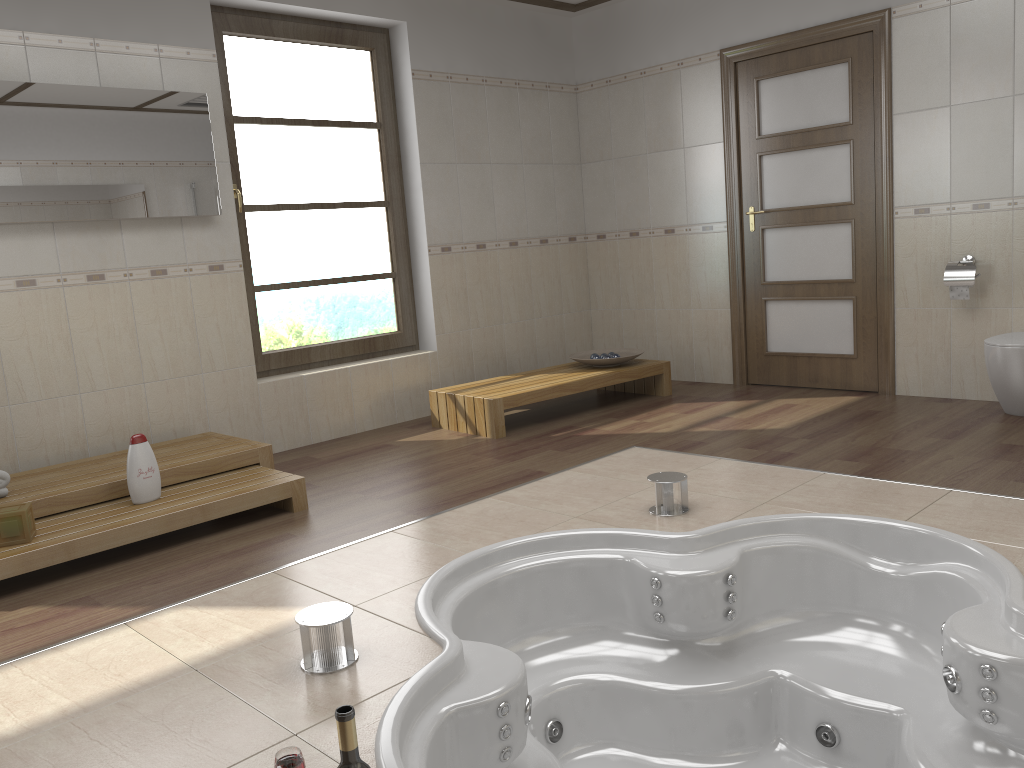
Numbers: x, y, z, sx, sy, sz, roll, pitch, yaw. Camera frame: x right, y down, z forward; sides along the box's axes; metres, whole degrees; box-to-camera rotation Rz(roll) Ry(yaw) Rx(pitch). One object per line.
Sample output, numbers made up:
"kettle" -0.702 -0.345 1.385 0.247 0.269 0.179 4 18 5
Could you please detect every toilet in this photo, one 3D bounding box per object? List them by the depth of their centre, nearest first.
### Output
"toilet" 2.552 -0.039 4.385 0.519 0.388 0.337 -13 12 -43

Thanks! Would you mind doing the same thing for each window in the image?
"window" -1.125 -1.106 5.205 1.188 1.934 0.117 -13 12 -43

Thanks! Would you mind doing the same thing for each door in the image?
"door" 1.780 -0.978 5.376 0.861 2.026 0.102 4 12 43

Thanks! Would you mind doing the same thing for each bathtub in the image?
"bathtub" 0.605 0.956 2.347 1.751 0.674 1.754 -4 9 1

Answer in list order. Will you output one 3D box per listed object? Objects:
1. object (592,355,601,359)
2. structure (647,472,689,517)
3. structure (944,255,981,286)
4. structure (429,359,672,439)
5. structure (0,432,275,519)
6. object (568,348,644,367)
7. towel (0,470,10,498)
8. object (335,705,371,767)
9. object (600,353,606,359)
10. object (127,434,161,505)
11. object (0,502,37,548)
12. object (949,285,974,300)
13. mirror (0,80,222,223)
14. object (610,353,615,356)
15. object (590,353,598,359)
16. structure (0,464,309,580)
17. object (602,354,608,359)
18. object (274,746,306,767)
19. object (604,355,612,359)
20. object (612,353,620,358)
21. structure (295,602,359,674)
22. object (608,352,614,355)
"object" 0.545 -0.159 5.701 0.060 0.060 0.060 -13 12 -44
"structure" 0.587 0.413 3.335 0.150 0.131 0.150 -3 9 12
"structure" 2.392 -0.599 4.683 0.154 0.151 0.170 -13 12 -43
"structure" 0.268 0.054 5.486 1.450 0.220 0.620 -12 11 -38
"structure" -1.825 0.487 3.811 1.450 0.220 0.620 -13 12 -43
"object" 0.609 -0.159 5.716 0.487 0.076 0.487 -4 9 3
"towel" -2.202 0.403 3.447 0.399 0.119 0.280 0 10 26
"object" -0.259 0.678 1.460 0.070 0.307 0.070 -3 9 13
"object" 0.600 -0.170 5.757 0.060 0.060 0.060 -13 12 -44
"object" -1.469 0.334 3.524 0.063 0.276 0.134 3 11 38
"object" -1.766 0.498 3.135 0.120 0.120 0.120 -8 9 -18
"object" 2.376 -0.524 4.683 0.090 0.151 0.098 -13 12 -43
"mirror" -2.289 -0.978 3.733 2.200 0.600 0.005 -13 12 -43
"object" 0.655 -0.170 5.727 0.060 0.060 0.060 -13 12 -44
"object" 0.537 -0.170 5.763 0.060 0.060 0.060 -13 12 -44
"structure" -1.540 0.549 3.534 1.280 0.140 0.620 -13 12 -43
"object" 0.606 -0.160 5.691 0.060 0.060 0.060 -13 12 -44
"object" -0.399 0.743 1.614 0.055 0.153 0.055 3 11 39
"object" 0.612 -0.153 5.631 0.060 0.060 0.060 -13 12 -44
"object" 0.664 -0.165 5.665 0.060 0.060 0.060 -13 12 -44
"structure" -0.483 0.660 2.313 0.150 0.131 0.150 -12 11 -38
"object" 0.652 -0.180 5.788 0.060 0.060 0.060 -13 12 -44
